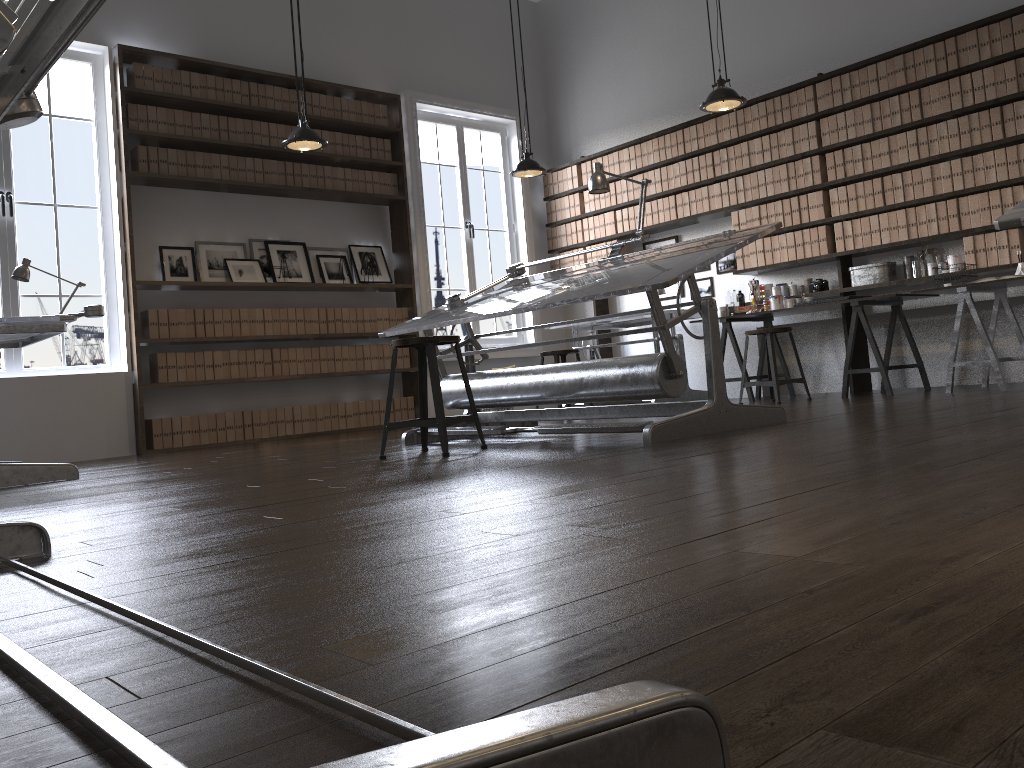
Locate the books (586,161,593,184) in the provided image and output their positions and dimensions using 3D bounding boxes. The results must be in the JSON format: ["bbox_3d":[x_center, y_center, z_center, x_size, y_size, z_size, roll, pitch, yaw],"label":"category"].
[{"bbox_3d":[0.820,-2.067,8.690,0.175,0.226,0.066,-3,-3,-41],"label":"books"}]

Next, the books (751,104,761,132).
[{"bbox_3d":[2.050,-2.171,7.276,0.174,0.226,0.066,-3,-3,-41],"label":"books"}]

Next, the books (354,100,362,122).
[{"bbox_3d":[-1.423,-2.406,7.932,0.067,0.226,0.174,-2,-3,-41],"label":"books"}]

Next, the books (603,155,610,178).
[{"bbox_3d":[0.966,-2.079,8.530,0.174,0.226,0.066,-3,-3,-41],"label":"books"}]

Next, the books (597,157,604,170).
[{"bbox_3d":[0.916,-2.075,8.581,0.174,0.226,0.066,-3,-3,-41],"label":"books"}]

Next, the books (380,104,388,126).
[{"bbox_3d":[-1.213,-2.423,8.111,0.067,0.226,0.174,-2,-3,-41],"label":"books"}]

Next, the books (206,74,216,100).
[{"bbox_3d":[-2.425,-2.323,7.051,0.067,0.226,0.174,-2,-3,-41],"label":"books"}]

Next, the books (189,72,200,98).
[{"bbox_3d":[-2.525,-2.315,6.968,0.067,0.226,0.174,-2,-3,-41],"label":"books"}]

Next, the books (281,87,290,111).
[{"bbox_3d":[-1.950,-2.362,7.475,0.067,0.226,0.174,-2,-3,-41],"label":"books"}]

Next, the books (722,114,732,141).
[{"bbox_3d":[1.866,-2.155,7.489,0.175,0.226,0.066,-3,-3,-41],"label":"books"}]

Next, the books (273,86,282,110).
[{"bbox_3d":[-2.000,-2.358,7.427,0.067,0.226,0.174,-2,-3,-41],"label":"books"}]

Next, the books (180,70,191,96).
[{"bbox_3d":[-2.578,-2.311,6.919,0.067,0.226,0.174,-2,-3,-41],"label":"books"}]

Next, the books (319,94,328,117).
[{"bbox_3d":[-1.682,-2.385,7.704,0.067,0.226,0.174,-2,-3,-41],"label":"books"}]

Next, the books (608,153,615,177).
[{"bbox_3d":[1.012,-2.083,8.477,0.175,0.226,0.066,-3,-3,-41],"label":"books"}]

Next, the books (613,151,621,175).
[{"bbox_3d":[1.051,-2.086,8.423,0.175,0.226,0.066,-3,-3,-41],"label":"books"}]

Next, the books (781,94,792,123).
[{"bbox_3d":[2.236,-2.186,7.065,0.175,0.226,0.066,-3,-3,-41],"label":"books"}]

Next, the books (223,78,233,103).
[{"bbox_3d":[-2.325,-2.331,7.147,0.067,0.226,0.174,-2,-3,-41],"label":"books"}]

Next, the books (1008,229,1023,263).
[{"bbox_3d":[3.350,-0.907,5.842,0.175,0.226,0.066,-3,-3,-41],"label":"books"}]

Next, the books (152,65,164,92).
[{"bbox_3d":[-2.738,-2.297,6.783,0.067,0.226,0.174,-2,-3,-41],"label":"books"}]

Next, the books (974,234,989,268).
[{"bbox_3d":[3.211,-0.895,6.001,0.175,0.226,0.066,-3,-3,-41],"label":"books"}]

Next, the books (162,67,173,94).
[{"bbox_3d":[-2.688,-2.301,6.832,0.067,0.226,0.174,-2,-3,-41],"label":"books"}]

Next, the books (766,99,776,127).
[{"bbox_3d":[2.142,-2.178,7.165,0.175,0.226,0.066,-3,-3,-41],"label":"books"}]

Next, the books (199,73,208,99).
[{"bbox_3d":[-2.479,-2.319,7.011,0.067,0.226,0.174,-2,-3,-41],"label":"books"}]

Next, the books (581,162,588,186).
[{"bbox_3d":[0.776,-2.063,8.750,0.175,0.226,0.066,-3,-3,-41],"label":"books"}]

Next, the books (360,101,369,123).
[{"bbox_3d":[-1.369,-2.410,7.972,0.067,0.226,0.174,-2,-3,-41],"label":"books"}]

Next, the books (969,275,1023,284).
[{"bbox_3d":[3.035,-0.646,5.450,0.256,0.029,0.353,-5,0,-41],"label":"books"}]

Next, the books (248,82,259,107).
[{"bbox_3d":[-2.158,-2.345,7.285,0.067,0.226,0.174,-2,-3,-41],"label":"books"}]

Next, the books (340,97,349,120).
[{"bbox_3d":[-1.522,-2.398,7.840,0.067,0.226,0.174,-2,-3,-41],"label":"books"}]

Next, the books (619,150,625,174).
[{"bbox_3d":[1.099,-2.090,8.375,0.175,0.226,0.066,-3,-3,-41],"label":"books"}]

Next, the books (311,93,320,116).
[{"bbox_3d":[-1.734,-2.380,7.654,0.067,0.226,0.174,-2,-3,-41],"label":"books"}]

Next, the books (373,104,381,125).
[{"bbox_3d":[-1.269,-2.419,8.068,0.067,0.226,0.174,-2,-3,-41],"label":"books"}]

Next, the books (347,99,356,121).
[{"bbox_3d":[-1.469,-2.402,7.890,0.067,0.226,0.174,-2,-3,-41],"label":"books"}]

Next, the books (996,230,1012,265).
[{"bbox_3d":[3.300,-0.902,5.892,0.174,0.226,0.066,-3,-3,-41],"label":"books"}]

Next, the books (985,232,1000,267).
[{"bbox_3d":[3.257,-0.899,5.948,0.174,0.226,0.066,-3,-3,-41],"label":"books"}]

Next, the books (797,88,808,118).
[{"bbox_3d":[2.326,-2.194,6.959,0.174,0.226,0.066,-3,-3,-41],"label":"books"}]

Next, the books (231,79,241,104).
[{"bbox_3d":[-2.269,-2.336,7.190,0.067,0.226,0.174,-2,-3,-41],"label":"books"}]

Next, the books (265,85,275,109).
[{"bbox_3d":[-2.052,-2.354,7.376,0.067,0.226,0.174,-2,-3,-41],"label":"books"}]

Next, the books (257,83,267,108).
[{"bbox_3d":[-2.106,-2.349,7.338,0.067,0.226,0.174,-2,-3,-41],"label":"books"}]

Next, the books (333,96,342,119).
[{"bbox_3d":[-1.578,-2.393,7.797,0.067,0.226,0.174,-2,-3,-41],"label":"books"}]

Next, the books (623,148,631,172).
[{"bbox_3d":[1.138,-2.094,8.327,0.175,0.226,0.066,-3,-3,-41],"label":"books"}]

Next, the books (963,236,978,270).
[{"bbox_3d":[3.162,-0.891,6.048,0.175,0.226,0.066,-3,-3,-41],"label":"books"}]

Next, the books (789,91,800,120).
[{"bbox_3d":[2.283,-2.190,7.014,0.174,0.226,0.066,-3,-3,-41],"label":"books"}]

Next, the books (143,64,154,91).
[{"bbox_3d":[-2.790,-2.293,6.733,0.067,0.226,0.174,-2,-3,-41],"label":"books"}]

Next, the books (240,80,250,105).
[{"bbox_3d":[-2.218,-2.340,7.240,0.067,0.226,0.174,-2,-3,-41],"label":"books"}]

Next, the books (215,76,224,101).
[{"bbox_3d":[-2.378,-2.327,7.100,0.067,0.226,0.174,-2,-3,-41],"label":"books"}]

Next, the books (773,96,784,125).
[{"bbox_3d":[2.186,-2.182,7.121,0.175,0.226,0.066,-3,-3,-41],"label":"books"}]

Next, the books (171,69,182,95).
[{"bbox_3d":[-2.634,-2.306,6.876,0.067,0.226,0.174,-2,-3,-41],"label":"books"}]

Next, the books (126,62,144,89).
[{"bbox_3d":[-2.845,-2.288,6.685,0.067,0.226,0.174,-2,-3,-41],"label":"books"}]

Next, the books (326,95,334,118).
[{"bbox_3d":[-1.632,-2.389,7.753,0.067,0.226,0.174,-2,-3,-41],"label":"books"}]

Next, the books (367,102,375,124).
[{"bbox_3d":[-1.322,-2.414,8.021,0.067,0.226,0.174,-2,-3,-41],"label":"books"}]

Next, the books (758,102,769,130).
[{"bbox_3d":[2.095,-2.174,7.220,0.175,0.226,0.066,-3,-3,-41],"label":"books"}]

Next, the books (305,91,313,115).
[{"bbox_3d":[-1.788,-2.376,7.606,0.067,0.226,0.174,-2,-3,-41],"label":"books"}]

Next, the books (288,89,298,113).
[{"bbox_3d":[-1.896,-2.367,7.520,0.067,0.226,0.174,-2,-3,-41],"label":"books"}]

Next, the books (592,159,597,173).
[{"bbox_3d":[0.873,-2.071,8.638,0.175,0.226,0.066,-3,-3,-41],"label":"books"}]
